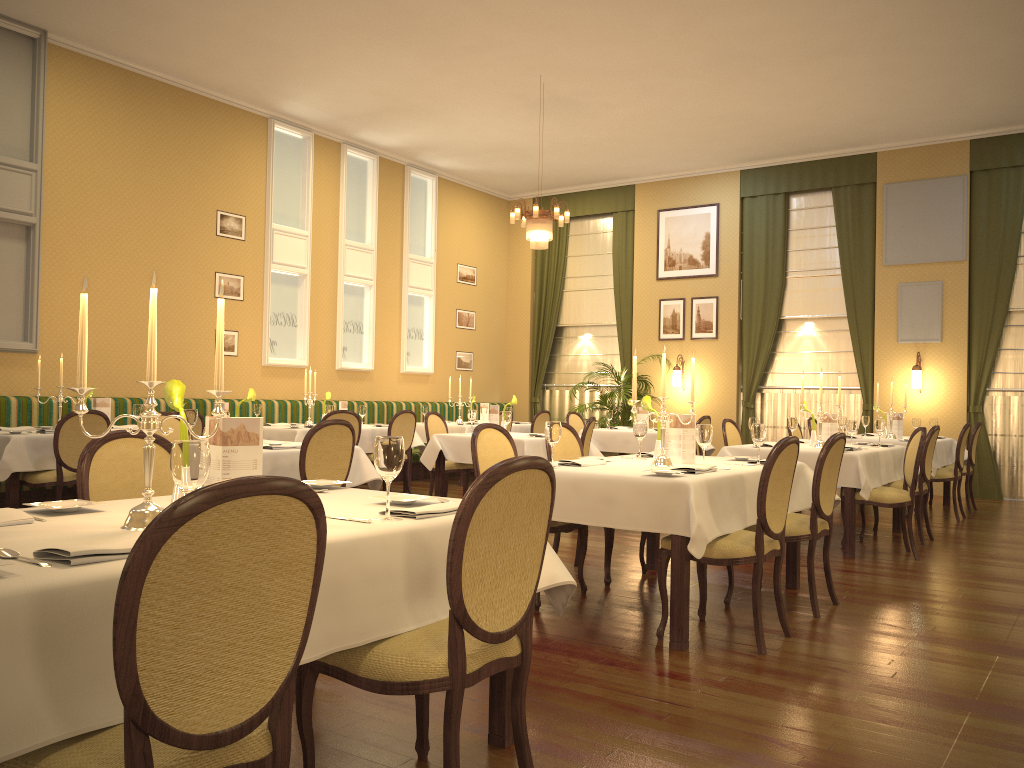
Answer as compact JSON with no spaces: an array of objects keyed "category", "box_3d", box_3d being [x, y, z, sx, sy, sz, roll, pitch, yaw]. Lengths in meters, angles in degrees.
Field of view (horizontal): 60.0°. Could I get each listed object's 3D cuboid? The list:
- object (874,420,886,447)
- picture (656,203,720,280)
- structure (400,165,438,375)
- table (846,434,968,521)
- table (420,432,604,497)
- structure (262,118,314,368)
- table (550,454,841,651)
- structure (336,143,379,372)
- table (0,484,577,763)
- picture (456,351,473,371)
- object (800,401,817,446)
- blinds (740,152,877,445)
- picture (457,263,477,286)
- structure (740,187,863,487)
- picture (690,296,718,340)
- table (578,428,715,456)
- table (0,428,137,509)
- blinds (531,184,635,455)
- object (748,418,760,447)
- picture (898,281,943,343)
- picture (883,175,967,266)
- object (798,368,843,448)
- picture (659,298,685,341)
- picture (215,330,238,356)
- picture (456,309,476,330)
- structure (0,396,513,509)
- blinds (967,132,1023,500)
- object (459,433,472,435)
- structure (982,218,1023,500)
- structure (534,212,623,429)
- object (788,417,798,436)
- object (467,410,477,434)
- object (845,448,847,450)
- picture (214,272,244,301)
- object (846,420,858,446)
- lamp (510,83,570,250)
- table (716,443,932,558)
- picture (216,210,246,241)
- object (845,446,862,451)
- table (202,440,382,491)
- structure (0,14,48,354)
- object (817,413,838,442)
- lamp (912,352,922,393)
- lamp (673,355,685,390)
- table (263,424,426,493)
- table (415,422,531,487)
[{"category":"object","box_3d":[3.064,0.412,7.391,0.088,0.229,0.088,1,-1,-8]},{"category":"picture","box_3d":[2.571,-2.078,13.015,0.966,1.057,0.027,1,-1,35]},{"category":"structure","box_3d":[-1.386,-1.639,12.966,0.200,2.985,0.670,1,-1,35]},{"category":"table","box_3d":[4.104,0.960,9.548,1.385,0.759,2.152,1,-1,35]},{"category":"table","box_3d":[0.016,0.854,8.272,1.389,0.759,1.395,0,-1,36]},{"category":"structure","box_3d":[-2.783,-1.702,10.935,0.200,2.985,0.687,1,-1,35]},{"category":"table","box_3d":[0.895,0.816,4.882,1.385,0.759,2.152,1,-1,35]},{"category":"structure","box_3d":[-2.105,-1.671,11.920,0.200,2.985,0.661,1,-1,35]},{"category":"table","box_3d":[-0.815,0.738,2.395,1.385,0.759,2.152,1,-1,35]},{"category":"picture","box_3d":[-0.742,-0.357,13.888,0.008,0.294,0.437,1,-1,35]},{"category":"object","box_3d":[2.484,0.328,7.406,0.076,0.375,0.163,2,-1,-34]},{"category":"blinds","box_3d":[3.990,-0.889,12.074,1.878,4.537,0.129,1,-1,35]},{"category":"picture","box_3d":[-0.706,-1.712,13.922,0.008,0.294,0.504,1,-1,35]},{"category":"structure","box_3d":[4.051,-0.873,12.176,1.900,4.511,0.134,1,-1,35]},{"category":"picture","box_3d":[2.784,-0.952,12.838,0.412,0.619,0.022,1,-1,35]},{"category":"table","box_3d":[1.544,0.923,10.495,1.389,0.759,1.395,0,-1,36]},{"category":"table","box_3d":[-3.506,0.766,7.417,1.385,0.759,2.152,1,-1,35]},{"category":"blinds","box_3d":[1.106,-0.916,14.071,1.934,4.537,0.225,1,-1,34]},{"category":"object","box_3d":[1.901,0.381,6.967,0.088,0.229,0.088,1,-1,-8]},{"category":"picture","box_3d":[5.152,-0.902,11.202,0.512,0.769,0.027,1,-1,35]},{"category":"picture","box_3d":[5.204,-2.053,11.202,0.966,1.057,0.027,1,-1,35]},{"category":"object","box_3d":[2.498,0.188,7.175,0.390,0.655,0.131,2,-1,-21]},{"category":"picture","box_3d":[2.364,-0.956,13.126,0.412,0.619,0.022,1,-1,35]},{"category":"picture","box_3d":[-3.279,-0.471,10.198,0.008,0.294,0.313,1,-1,35]},{"category":"picture","box_3d":[-0.721,-1.008,13.911,0.008,0.294,0.504,1,-1,35]},{"category":"structure","box_3d":[-3.922,0.647,8.577,0.850,1.031,14.516,1,-1,35]},{"category":"blinds","box_3d":[6.394,-0.867,10.420,1.876,4.537,0.129,1,-1,35]},{"category":"object","box_3d":[-0.418,0.463,8.218,0.185,0.010,0.017,1,-1,36]},{"category":"structure","box_3d":[6.455,-0.851,10.523,1.898,4.511,0.137,1,-1,35]},{"category":"structure","box_3d":[1.169,-0.900,14.165,1.942,4.511,0.123,1,-1,35]},{"category":"object","box_3d":[2.461,0.406,7.772,0.088,0.229,0.088,1,-1,-8]},{"category":"object","box_3d":[-0.375,0.356,8.294,0.088,0.229,0.088,1,-1,-13]},{"category":"object","box_3d":[2.393,0.488,6.540,0.160,0.024,0.160,1,-1,35]},{"category":"picture","box_3d":[-3.256,-1.122,10.224,0.008,0.294,0.401,1,-1,35]},{"category":"object","box_3d":[2.670,0.397,6.971,0.088,0.229,0.088,1,-1,-13]},{"category":"lamp","box_3d":[0.305,-2.336,9.396,0.593,1.796,0.593,1,-1,32]},{"category":"table","box_3d":[2.589,0.892,7.345,1.385,0.759,2.152,1,-1,35]},{"category":"picture","box_3d":[-3.241,-1.827,10.236,0.008,0.294,0.401,1,-1,35]},{"category":"object","box_3d":[2.579,0.493,6.801,0.142,0.033,0.273,1,-1,35]},{"category":"table","box_3d":[-1.707,0.776,5.767,1.389,0.759,1.395,0,-1,36]},{"category":"structure","box_3d":[-4.760,-1.849,8.059,0.200,3.103,0.956,1,-1,35]},{"category":"object","box_3d":[2.629,0.381,7.364,0.166,0.277,0.081,1,-1,6]},{"category":"lamp","box_3d":[5.051,-0.148,11.067,0.114,0.513,0.323,1,-1,24]},{"category":"lamp","box_3d":[2.419,-0.173,12.878,0.114,0.513,0.323,1,-1,24]},{"category":"table","box_3d":[-1.974,0.835,9.644,1.385,0.759,2.152,1,-1,35]},{"category":"table","box_3d":[-0.445,0.904,11.868,1.385,0.759,2.152,1,-1,35]}]
